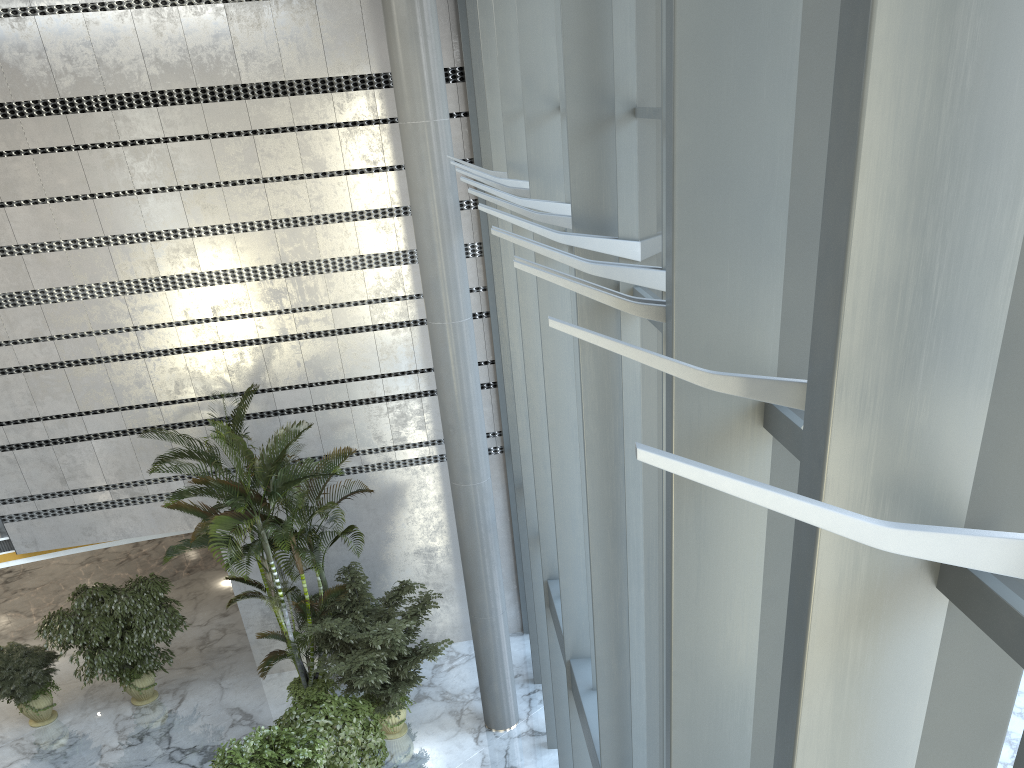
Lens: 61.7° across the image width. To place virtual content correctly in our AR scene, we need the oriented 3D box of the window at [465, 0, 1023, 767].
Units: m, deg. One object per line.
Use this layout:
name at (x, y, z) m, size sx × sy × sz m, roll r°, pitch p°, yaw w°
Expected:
window at (-7.064, 1.191, 5.971) m, size 18.424 × 11.371 × 12.171 m, roll -2°, pitch 23°, yaw 7°

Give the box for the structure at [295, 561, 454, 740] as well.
structure at (-1.729, 3.581, 11.042) m, size 1.840 × 2.581 × 1.669 m, roll -15°, pitch 27°, yaw -19°

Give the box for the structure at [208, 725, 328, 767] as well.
structure at (-2.607, 4.490, 9.176) m, size 1.346 × 2.211 × 1.127 m, roll 3°, pitch 27°, yaw 17°

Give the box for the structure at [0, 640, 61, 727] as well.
structure at (-6.937, 4.227, 12.088) m, size 1.160 × 1.495 × 1.072 m, roll -3°, pitch 25°, yaw 6°

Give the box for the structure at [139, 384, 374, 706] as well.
structure at (-2.948, 2.409, 10.718) m, size 2.436 × 5.230 × 2.239 m, roll -5°, pitch 27°, yaw 0°

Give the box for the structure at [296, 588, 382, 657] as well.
structure at (-2.392, 3.634, 12.359) m, size 1.330 × 1.739 × 1.055 m, roll 11°, pitch 30°, yaw 32°

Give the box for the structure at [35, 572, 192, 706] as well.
structure at (-5.500, 3.701, 12.162) m, size 1.965 × 2.224 × 1.492 m, roll 5°, pitch 27°, yaw 22°

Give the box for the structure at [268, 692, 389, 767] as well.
structure at (-2.210, 4.382, 10.001) m, size 1.532 × 1.813 × 1.325 m, roll -23°, pitch 30°, yaw -34°
